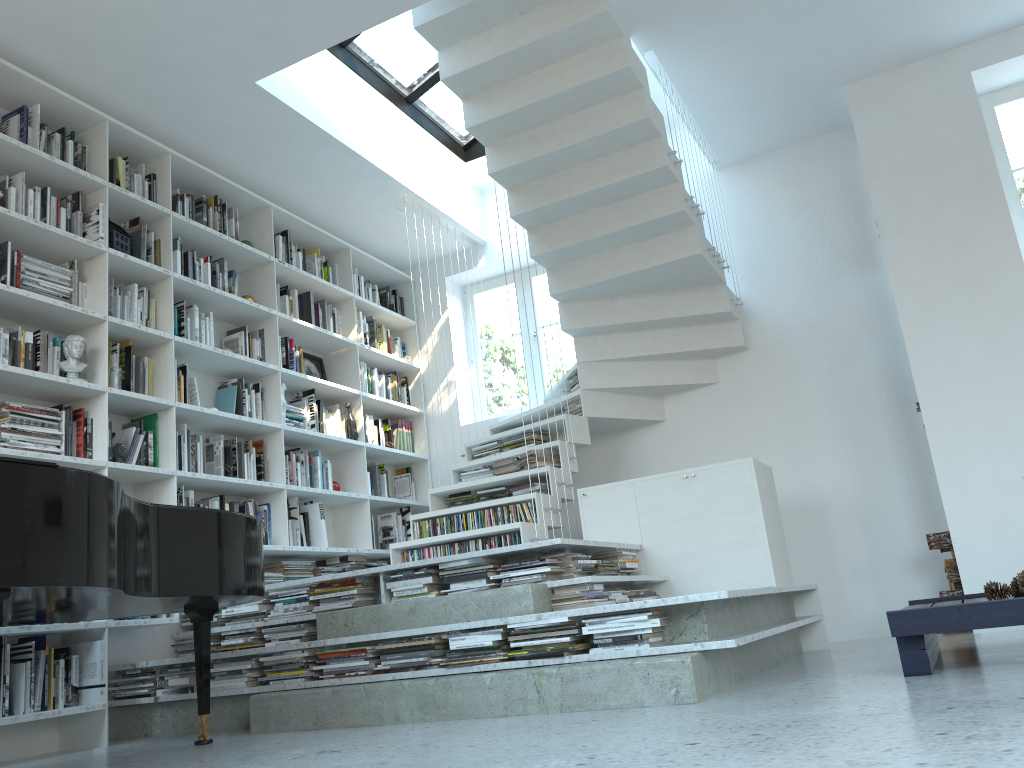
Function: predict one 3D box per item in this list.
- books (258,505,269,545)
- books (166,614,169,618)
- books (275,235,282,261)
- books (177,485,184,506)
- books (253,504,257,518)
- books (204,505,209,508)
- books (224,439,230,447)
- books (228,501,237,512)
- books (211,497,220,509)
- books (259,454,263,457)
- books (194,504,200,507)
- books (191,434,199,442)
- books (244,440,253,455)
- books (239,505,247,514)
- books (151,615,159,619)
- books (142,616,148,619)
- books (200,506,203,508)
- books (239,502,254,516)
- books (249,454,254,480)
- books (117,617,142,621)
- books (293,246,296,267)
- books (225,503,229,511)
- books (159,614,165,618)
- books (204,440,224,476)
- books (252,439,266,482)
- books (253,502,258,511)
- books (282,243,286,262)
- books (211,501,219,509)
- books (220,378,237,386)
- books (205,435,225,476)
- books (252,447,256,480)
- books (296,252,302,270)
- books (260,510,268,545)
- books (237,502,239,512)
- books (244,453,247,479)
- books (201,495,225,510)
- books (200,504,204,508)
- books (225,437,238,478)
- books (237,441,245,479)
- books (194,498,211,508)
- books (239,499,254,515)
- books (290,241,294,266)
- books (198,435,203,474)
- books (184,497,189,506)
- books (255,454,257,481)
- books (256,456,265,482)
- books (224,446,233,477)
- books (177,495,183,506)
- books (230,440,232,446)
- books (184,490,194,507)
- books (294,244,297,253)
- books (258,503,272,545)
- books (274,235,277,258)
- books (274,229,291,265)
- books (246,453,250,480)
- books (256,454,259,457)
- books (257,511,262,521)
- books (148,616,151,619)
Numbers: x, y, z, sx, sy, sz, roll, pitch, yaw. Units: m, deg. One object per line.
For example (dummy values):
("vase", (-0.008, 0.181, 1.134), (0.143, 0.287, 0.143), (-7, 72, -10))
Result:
("books", (-1.521, 0.865, 5.292), (0.157, 0.257, 0.026), (-14, -16, 24))
("books", (-1.775, 1.061, 4.433), (0.149, 0.232, 0.013), (-14, -16, 24))
("books", (-1.617, -0.856, 5.978), (0.150, 0.277, 0.048), (-14, -16, 24))
("books", (-1.813, 0.711, 4.714), (0.187, 0.315, 0.010), (-14, -16, 24))
("books", (-1.564, 0.850, 5.233), (0.150, 0.264, 0.021), (-14, -16, 24))
("books", (-1.738, 0.795, 4.887), (0.160, 0.227, 0.024), (-14, -16, 24))
("books", (-1.693, 0.464, 5.153), (0.150, 0.261, 0.015), (-14, -16, 24))
("books", (-1.640, 0.814, 5.064), (0.173, 0.261, 0.026), (-14, -16, 24))
("books", (-1.703, 0.787, 4.979), (0.159, 0.284, 0.012), (-14, -16, 24))
("books", (-1.569, 0.537, 5.364), (0.158, 0.203, 0.013), (-14, -16, 24))
("books", (-1.770, 0.776, 4.810), (0.162, 0.230, 0.066), (-14, -16, 24))
("books", (-1.801, 0.418, 4.937), (0.142, 0.260, 0.014), (-14, -16, 24))
("books", (-1.613, 0.485, 5.287), (0.173, 0.273, 0.006), (-14, -16, 24))
("books", (-1.603, 0.839, 5.144), (0.164, 0.248, 0.012), (-14, -16, 24))
("books", (-1.797, 1.047, 4.357), (0.175, 0.224, 0.026), (-14, -16, 24))
("books", (-1.834, 1.027, 4.306), (0.176, 0.245, 0.014), (-14, -16, 24))
("books", (-1.752, 0.791, 4.843), (0.175, 0.216, 0.011), (-14, -16, 24))
("books", (-1.581, 0.836, 5.177), (0.186, 0.265, 0.070), (-14, -16, 24))
("books", (-1.610, 0.525, 5.264), (0.191, 0.182, 0.019), (-14, -16, 24))
("books", (-1.852, 1.016, 4.292), (0.162, 0.263, 0.005), (-14, -16, 24))
("books", (-1.555, -0.814, 6.079), (0.172, 0.235, 0.022), (-14, -16, 24))
("books", (-1.669, 0.808, 4.995), (0.185, 0.243, 0.031), (-14, -16, 24))
("books", (-1.782, 1.059, 4.382), (0.178, 0.211, 0.011), (-14, -16, 24))
("books", (-1.715, 0.460, 5.110), (0.130, 0.251, 0.019), (-14, -16, 24))
("books", (-1.563, 0.493, 5.382), (0.162, 0.294, 0.007), (-14, -16, 24))
("books", (-1.564, 0.850, 5.266), (0.143, 0.281, 0.012), (-14, -16, 24))
("books", (-1.598, -0.826, 6.007), (0.148, 0.230, 0.031), (-14, -16, 24))
("books", (-1.704, 0.790, 4.929), (0.181, 0.252, 0.025), (-14, -16, 24))
("books", (-1.699, 0.120, 5.343), (0.135, 0.289, 0.016), (-14, -16, 24))
("books", (-1.721, 0.448, 5.135), (0.131, 0.289, 0.016), (-14, -16, 24))
("books", (-1.604, 0.508, 5.292), (0.182, 0.229, 0.018), (-14, -16, 24))
("books", (-1.529, -0.791, 6.111), (0.190, 0.201, 0.024), (-14, -16, 24))
("books", (-1.525, 0.873, 5.263), (0.176, 0.227, 0.025), (-14, -16, 24))
("books", (-1.635, 0.820, 5.089), (0.169, 0.262, 0.026), (-14, -16, 24))
("books", (-1.631, 0.514, 5.211), (0.182, 0.181, 0.018), (-14, -16, 24))
("books", (-1.679, 0.780, 4.981), (0.175, 0.292, 0.012), (-14, -16, 24))
("books", (-1.753, 0.788, 4.866), (0.142, 0.234, 0.029), (-14, -16, 24))
("books", (-1.674, 0.464, 5.207), (0.159, 0.284, 0.007), (-14, -16, 24))
("books", (-1.643, 0.477, 5.203), (0.184, 0.250, 0.018), (-14, -16, 24))
("books", (-1.729, 0.779, 4.907), (0.171, 0.267, 0.014), (-14, -16, 24))
("books", (-1.573, 0.833, 5.221), (0.135, 0.293, 0.013), (-14, -16, 24))
("books", (-1.564, -0.830, 6.066), (0.168, 0.261, 0.014), (-14, -16, 24))
("books", (-1.795, 0.426, 4.948), (0.173, 0.250, 0.013), (-14, -16, 24))
("books", (-1.796, 0.746, 4.734), (0.178, 0.255, 0.023), (-14, -16, 24))
("books", (-1.600, 0.516, 5.328), (0.155, 0.231, 0.021), (-14, -16, 24))
("books", (-1.565, 0.539, 5.327), (0.189, 0.180, 0.016), (-14, -16, 24))
("books", (-1.685, 0.480, 5.128), (0.178, 0.215, 0.016), (-14, -16, 24))
("books", (-1.817, 0.733, 4.692), (0.186, 0.261, 0.023), (-14, -16, 24))
("books", (-1.687, 0.467, 5.163), (0.158, 0.258, 0.008), (-14, -16, 24))
("books", (-1.786, 0.732, 4.761), (0.189, 0.293, 0.030), (-14, -16, 24))
("books", (-1.549, -0.819, 6.147), (0.153, 0.278, 0.012), (-14, -16, 24))
("books", (-1.511, 0.863, 5.316), (0.171, 0.271, 0.025), (-14, -16, 24))
("books", (-1.647, -0.857, 5.893), (0.185, 0.241, 0.026), (-14, -16, 24))
("books", (-1.584, -0.873, 6.035), (0.180, 0.331, 0.014), (-14, -16, 24))
("books", (-1.622, 0.517, 5.252), (0.176, 0.194, 0.015), (-14, -16, 24))
("books", (-1.584, 0.536, 5.356), (0.141, 0.204, 0.016), (-14, -16, 24))
("books", (-1.543, 0.872, 5.237), (0.168, 0.219, 0.013), (-14, -16, 24))
("books", (-1.826, 1.060, 4.348), (0.139, 0.202, 0.013), (-14, -16, 24))
